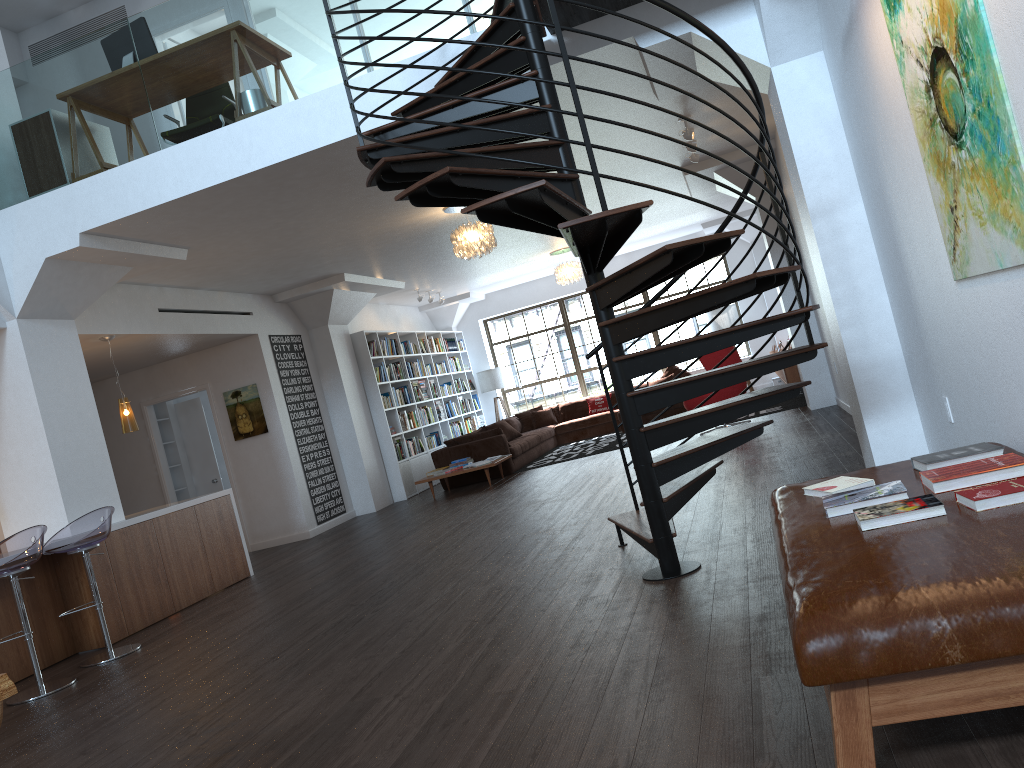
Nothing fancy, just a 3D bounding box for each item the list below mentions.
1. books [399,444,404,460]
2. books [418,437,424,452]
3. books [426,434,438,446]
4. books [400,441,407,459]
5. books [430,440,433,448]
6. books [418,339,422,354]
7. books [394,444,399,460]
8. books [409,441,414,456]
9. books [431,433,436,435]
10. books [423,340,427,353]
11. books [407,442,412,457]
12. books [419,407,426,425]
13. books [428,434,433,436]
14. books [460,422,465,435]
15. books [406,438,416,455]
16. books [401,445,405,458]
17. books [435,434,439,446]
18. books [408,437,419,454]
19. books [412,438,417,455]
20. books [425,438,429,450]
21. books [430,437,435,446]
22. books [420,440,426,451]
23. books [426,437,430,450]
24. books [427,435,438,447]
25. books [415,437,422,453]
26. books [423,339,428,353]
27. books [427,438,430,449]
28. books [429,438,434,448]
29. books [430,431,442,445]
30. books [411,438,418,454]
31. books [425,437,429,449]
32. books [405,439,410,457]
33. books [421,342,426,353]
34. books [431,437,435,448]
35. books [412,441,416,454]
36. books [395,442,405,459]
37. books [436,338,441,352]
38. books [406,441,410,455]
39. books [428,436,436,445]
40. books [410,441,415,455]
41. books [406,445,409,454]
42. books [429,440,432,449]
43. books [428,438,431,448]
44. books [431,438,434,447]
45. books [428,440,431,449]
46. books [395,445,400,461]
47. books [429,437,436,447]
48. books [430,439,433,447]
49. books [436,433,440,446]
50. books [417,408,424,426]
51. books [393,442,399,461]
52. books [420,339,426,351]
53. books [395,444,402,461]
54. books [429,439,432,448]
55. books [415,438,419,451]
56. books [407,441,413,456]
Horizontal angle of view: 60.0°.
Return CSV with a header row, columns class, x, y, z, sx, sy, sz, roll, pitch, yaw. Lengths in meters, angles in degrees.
class,x,y,z,sx,sy,sz,roll,pitch,yaw
books,-1.633,0.979,12.548,0.161,0.223,0.032,-15,0,15
books,-1.445,0.931,13.332,0.174,0.236,0.142,-15,0,14
books,-1.265,0.906,14.010,0.146,0.202,0.027,-15,0,15
books,-1.620,0.961,12.667,0.180,0.251,0.048,-15,0,15
books,-1.303,0.940,13.786,0.110,0.153,0.019,-15,0,15
books,-1.563,-0.589,14.358,0.183,0.253,0.042,-15,0,15
books,-1.687,0.978,12.407,0.160,0.251,0.031,-15,0,15
books,-1.540,0.958,12.947,0.161,0.223,0.033,-15,0,15
books,-1.241,0.899,14.157,0.144,0.207,0.048,-15,0,15
books,-1.492,-0.590,14.602,0.161,0.223,0.032,-15,0,15
books,-1.558,0.962,12.862,0.161,0.223,0.032,-15,0,15
books,-1.451,0.516,13.694,0.176,0.290,0.053,-15,0,14
books,-1.257,0.905,14.092,0.146,0.202,0.027,-15,0,15
books,-0.933,0.802,15.328,0.180,0.259,0.060,-15,0,14
books,-1.532,0.940,13.015,0.183,0.253,0.042,-15,0,15
books,-1.627,0.978,12.623,0.161,0.223,0.033,-15,0,15
books,-1.250,0.903,14.034,0.146,0.202,0.027,-15,0,15
books,-1.496,0.930,13.163,0.180,0.259,0.042,-15,0,15
books,-1.510,0.939,13.085,0.171,0.246,0.039,-15,0,15
books,-1.368,0.935,13.590,0.139,0.191,0.036,-15,0,15
books,-1.282,0.927,13.894,0.122,0.169,0.023,-15,0,15
books,-1.420,0.940,13.385,0.161,0.207,0.135,-15,0,14
books,-1.354,0.928,13.663,0.127,0.200,0.020,-15,0,15
books,-1.266,0.912,13.977,0.139,0.191,0.036,-15,0,15
books,-1.469,0.926,13.245,0.183,0.253,0.042,-15,0,15
books,-1.492,-0.604,14.638,0.160,0.251,0.039,-15,0,15
books,-1.340,0.936,13.681,0.128,0.178,0.022,-15,0,15
books,-1.297,0.932,13.823,0.120,0.167,0.020,-15,0,15
books,-1.220,0.881,14.197,0.140,0.231,0.042,-15,0,15
books,-1.503,0.936,13.123,0.160,0.251,0.039,-15,0,15
books,-1.361,0.931,13.630,0.136,0.196,0.045,-15,0,15
books,-1.600,0.941,12.798,0.198,0.284,0.049,-15,0,15
books,-1.516,-0.576,14.493,0.161,0.207,0.130,-15,0,14
books,-1.279,0.927,13.871,0.107,0.167,0.017,-15,0,15
books,-1.517,0.953,13.050,0.161,0.223,0.033,-15,0,15
books,-1.642,0.966,12.588,0.183,0.253,0.042,-15,0,15
books,-1.339,-0.640,15.240,0.183,0.253,0.034,-15,0,15
books,-1.578,0.953,12.834,0.160,0.251,0.031,-15,0,15
books,-1.270,0.919,13.948,0.128,0.178,0.021,-15,0,15
books,-1.525,0.963,12.976,0.161,0.223,0.030,-15,0,14
books,-1.595,0.942,12.742,0.174,0.278,0.054,-15,0,15
books,-1.329,0.933,13.754,0.128,0.178,0.022,-15,0,15
books,-1.337,0.932,13.729,0.134,0.184,0.030,-15,0,15
books,-1.284,0.931,13.847,0.106,0.162,0.032,-15,0,15
books,-1.337,0.935,13.702,0.128,0.178,0.021,-15,0,15
books,-1.668,0.987,12.435,0.161,0.223,0.032,-15,0,15
books,-1.276,0.924,13.922,0.126,0.173,0.032,-15,0,15
books,-1.300,0.939,13.804,0.110,0.153,0.018,-15,0,15
books,-1.234,0.899,14.114,0.146,0.202,0.027,-15,0,15
books,-1.486,0.527,13.589,0.198,0.284,0.066,-15,0,14
books,-1.710,0.966,12.371,0.198,0.284,0.049,-15,0,15
books,-1.512,-0.599,14.574,0.160,0.251,0.031,-15,0,15
books,-1.658,0.976,12.476,0.174,0.240,0.054,-15,0,15
books,-1.315,0.933,13.770,0.109,0.171,0.018,-15,0,15
books,-1.492,0.944,13.208,0.168,0.231,0.045,-15,0,15
books,-1.558,0.958,12.907,0.176,0.231,0.053,-15,0,15
